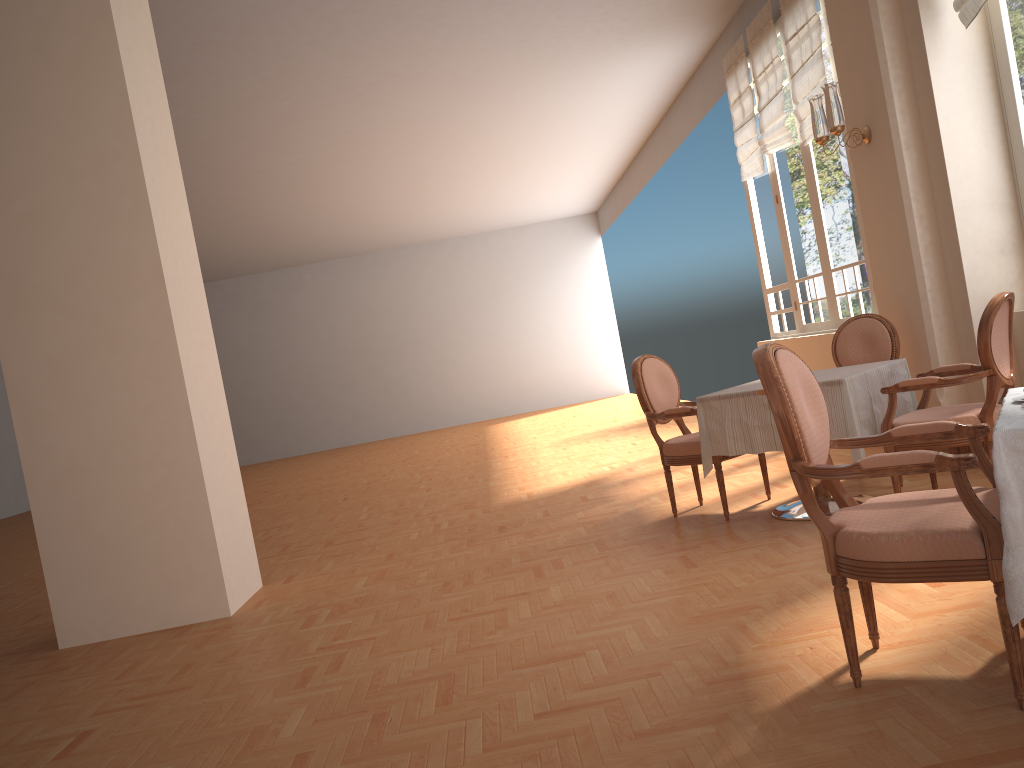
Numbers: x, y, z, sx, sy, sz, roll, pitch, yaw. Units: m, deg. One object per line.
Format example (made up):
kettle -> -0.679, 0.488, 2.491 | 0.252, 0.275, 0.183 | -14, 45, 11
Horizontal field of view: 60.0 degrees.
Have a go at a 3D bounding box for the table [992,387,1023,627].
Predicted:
table -> 1.590, 0.331, 1.992 | 0.830, 0.680, 0.835 | -10, 1, 32

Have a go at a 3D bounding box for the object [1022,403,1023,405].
object -> 1.277, 0.039, 2.094 | 0.127, 0.004, 0.013 | -10, 1, 33

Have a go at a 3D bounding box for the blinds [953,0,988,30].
blinds -> 2.225, -2.487, 4.191 | 0.072, 1.376, 0.843 | -11, 1, -1

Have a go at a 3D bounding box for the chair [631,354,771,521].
chair -> 1.037, 0.256, 4.988 | 0.593, 0.931, 0.520 | -9, 2, 43

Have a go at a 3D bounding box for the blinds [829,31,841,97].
blinds -> 2.315, -2.536, 6.053 | 0.072, 1.376, 0.699 | -11, 1, -1

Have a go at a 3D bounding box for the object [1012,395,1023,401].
object -> 1.325, 0.028, 2.177 | 0.171, 0.005, 0.171 | -10, 1, 36

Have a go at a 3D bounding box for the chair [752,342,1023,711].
chair -> 1.022, 0.304, 2.365 | 0.593, 0.931, 0.520 | -10, 2, 32

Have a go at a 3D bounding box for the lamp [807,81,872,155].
lamp -> 1.921, -1.548, 5.174 | 0.274, 0.362, 0.320 | -11, 1, -2

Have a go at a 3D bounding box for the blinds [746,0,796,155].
blinds -> 2.229, -2.620, 7.758 | 0.085, 1.236, 0.699 | -11, 1, -2

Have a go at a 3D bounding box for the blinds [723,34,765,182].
blinds -> 2.222, -2.603, 8.548 | 0.038, 1.293, 0.689 | -11, 1, -2

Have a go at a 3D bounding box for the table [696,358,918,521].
table -> 1.529, 0.301, 4.512 | 0.830, 0.677, 0.830 | -9, 2, 43

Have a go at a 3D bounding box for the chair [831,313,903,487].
chair -> 1.966, 0.083, 5.023 | 0.521, 0.931, 0.592 | -9, 2, 43

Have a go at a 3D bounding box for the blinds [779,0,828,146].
blinds -> 2.270, -2.580, 6.905 | 0.054, 1.302, 0.689 | -11, 1, -2

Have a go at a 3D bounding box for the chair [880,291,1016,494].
chair -> 2.025, 0.088, 4.036 | 0.593, 0.931, 0.520 | -9, 2, 43
